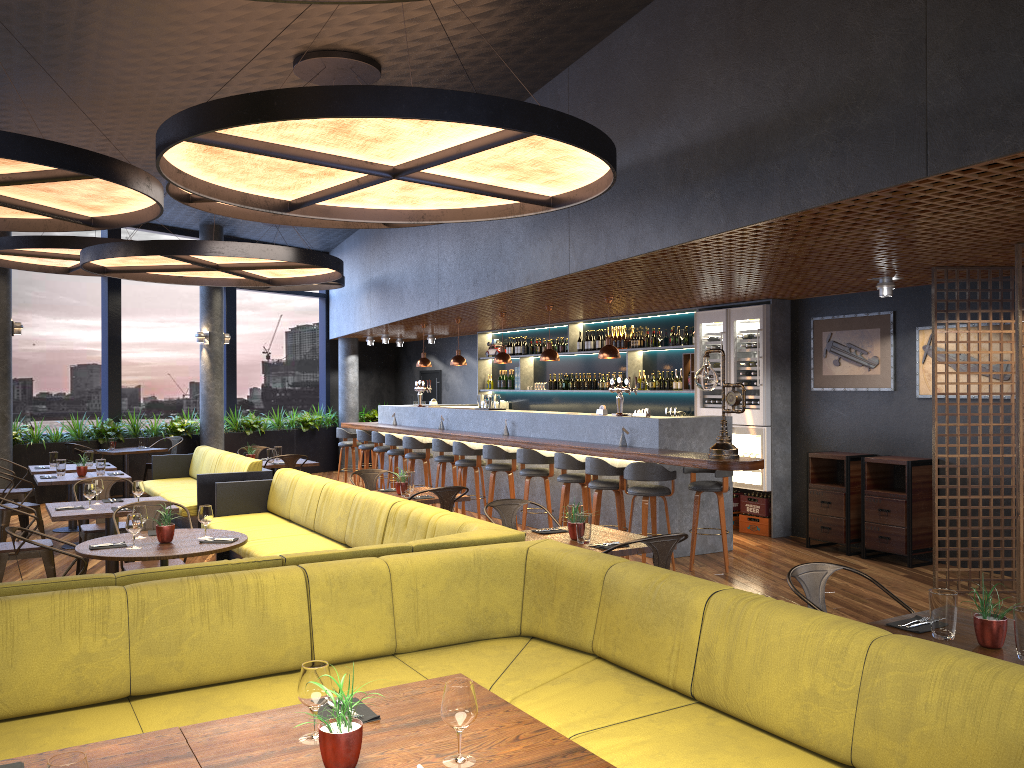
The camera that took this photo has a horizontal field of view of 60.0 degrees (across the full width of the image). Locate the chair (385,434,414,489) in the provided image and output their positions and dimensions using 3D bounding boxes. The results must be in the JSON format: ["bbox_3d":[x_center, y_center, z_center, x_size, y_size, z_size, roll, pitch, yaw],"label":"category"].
[{"bbox_3d":[-1.614,1.235,12.833,0.438,1.048,0.483,0,0,-2],"label":"chair"}]

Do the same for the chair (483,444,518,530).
[{"bbox_3d":[-0.106,1.225,10.396,0.483,1.048,0.438,0,0,20],"label":"chair"}]

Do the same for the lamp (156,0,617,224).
[{"bbox_3d":[-0.744,-1.996,5.573,2.778,1.475,2.778,0,0,-27],"label":"lamp"}]

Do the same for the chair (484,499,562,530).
[{"bbox_3d":[0.087,1.283,6.140,0.504,0.917,0.541,0,0,-30],"label":"chair"}]

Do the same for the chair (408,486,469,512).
[{"bbox_3d":[-0.639,1.288,7.399,0.504,0.917,0.541,0,0,-30],"label":"chair"}]

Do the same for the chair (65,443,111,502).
[{"bbox_3d":[-6.327,1.318,13.168,0.504,0.917,0.541,0,0,34],"label":"chair"}]

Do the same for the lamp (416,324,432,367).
[{"bbox_3d":[-1.391,-0.607,14.006,0.250,0.673,0.250,0,0,-43],"label":"lamp"}]

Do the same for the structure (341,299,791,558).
[{"bbox_3d":[0.586,0.401,11.916,2.700,2.700,9.298,0,0,-31],"label":"structure"}]

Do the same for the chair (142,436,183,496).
[{"bbox_3d":[-5.591,1.317,14.275,0.504,0.917,0.541,0,0,25],"label":"chair"}]

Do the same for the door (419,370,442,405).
[{"bbox_3d":[-1.675,0.741,18.423,0.137,2.056,1.012,0,0,-31],"label":"door"}]

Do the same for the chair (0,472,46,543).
[{"bbox_3d":[-5.195,1.308,9.181,0.504,0.917,0.541,0,0,37],"label":"chair"}]

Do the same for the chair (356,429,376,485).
[{"bbox_3d":[-2.499,1.242,15.628,0.483,1.048,0.438,0,0,-2],"label":"chair"}]

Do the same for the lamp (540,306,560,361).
[{"bbox_3d":[0.461,-0.619,10.867,0.250,0.673,0.250,0,0,2],"label":"lamp"}]

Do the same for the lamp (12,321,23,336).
[{"bbox_3d":[-7.066,-0.782,12.638,0.215,0.215,0.189,0,0,35],"label":"lamp"}]

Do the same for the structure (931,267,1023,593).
[{"bbox_3d":[4.159,0.380,7.366,1.319,2.700,0.050,0,0,-1],"label":"structure"}]

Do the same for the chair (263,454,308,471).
[{"bbox_3d":[-2.764,1.301,10.823,0.504,0.917,0.541,0,0,-30],"label":"chair"}]

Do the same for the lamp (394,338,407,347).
[{"bbox_3d":[-2.313,-0.857,18.274,0.228,0.172,0.228,0,0,-31],"label":"lamp"}]

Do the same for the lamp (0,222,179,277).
[{"bbox_3d":[-5.461,-2.146,11.642,2.778,1.159,2.778,0,0,5],"label":"lamp"}]

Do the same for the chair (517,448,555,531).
[{"bbox_3d":[0.271,1.223,9.798,0.438,1.048,0.483,0,0,-16],"label":"chair"}]

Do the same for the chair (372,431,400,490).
[{"bbox_3d":[-1.895,1.237,13.461,0.483,1.048,0.438,0,0,31],"label":"chair"}]

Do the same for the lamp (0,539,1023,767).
[{"bbox_3d":[1.025,0.379,3.651,9.057,2.714,3.017,0,0,-30],"label":"lamp"}]

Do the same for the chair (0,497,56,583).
[{"bbox_3d":[-3.838,1.299,6.897,0.541,0.917,0.504,0,0,-30],"label":"chair"}]

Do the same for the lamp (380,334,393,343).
[{"bbox_3d":[-2.398,-0.859,16.823,0.228,0.172,0.228,0,0,-31],"label":"lamp"}]

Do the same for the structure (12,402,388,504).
[{"bbox_3d":[-6.928,1.075,13.442,0.808,1.413,17.112,0,0,34],"label":"structure"}]

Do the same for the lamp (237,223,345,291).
[{"bbox_3d":[-3.808,-2.207,14.851,1.979,1.093,1.979,0,0,23],"label":"lamp"}]

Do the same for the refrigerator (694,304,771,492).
[{"bbox_3d":[2.710,0.158,10.566,0.454,2.109,1.159,0,0,-31],"label":"refrigerator"}]

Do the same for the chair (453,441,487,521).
[{"bbox_3d":[-0.514,1.228,11.009,0.438,1.048,0.483,0,0,-2],"label":"chair"}]

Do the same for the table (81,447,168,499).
[{"bbox_3d":[-5.995,1.397,13.742,0.887,0.763,0.906,0,0,34],"label":"table"}]

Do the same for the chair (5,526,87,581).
[{"bbox_3d":[-2.698,1.292,5.267,0.541,0.917,0.504,0,0,-30],"label":"chair"}]

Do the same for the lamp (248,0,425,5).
[{"bbox_3d":[-0.569,-2.003,1.563,2.778,1.475,2.778,0,0,-30],"label":"lamp"}]

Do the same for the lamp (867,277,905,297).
[{"bbox_3d":[3.456,-0.894,8.199,0.228,0.172,0.228,0,0,-31],"label":"lamp"}]

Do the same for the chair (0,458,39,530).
[{"bbox_3d":[-5.967,1.313,10.535,0.541,0.917,0.504,0,0,-12],"label":"chair"}]

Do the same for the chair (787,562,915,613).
[{"bbox_3d":[1.482,1.274,3.820,0.504,0.917,0.541,0,0,-30],"label":"chair"}]

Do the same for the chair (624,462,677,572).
[{"bbox_3d":[1.237,1.217,8.061,0.438,1.048,0.483,0,0,-39],"label":"chair"}]

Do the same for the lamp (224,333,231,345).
[{"bbox_3d":[-5.036,-0.785,15.584,0.215,0.215,0.189,0,0,38],"label":"lamp"}]

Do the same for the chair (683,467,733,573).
[{"bbox_3d":[1.848,1.215,8.377,0.483,1.048,0.438,0,0,31],"label":"chair"}]

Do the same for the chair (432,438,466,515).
[{"bbox_3d":[-0.814,1.230,11.625,0.483,1.048,0.438,0,0,31],"label":"chair"}]

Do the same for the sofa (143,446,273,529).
[{"bbox_3d":[-3.844,1.309,10.899,0.966,0.914,3.061,0,0,-31],"label":"sofa"}]

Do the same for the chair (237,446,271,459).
[{"bbox_3d":[-3.406,1.305,11.911,0.504,0.917,0.541,0,0,-30],"label":"chair"}]

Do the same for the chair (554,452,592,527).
[{"bbox_3d":[0.670,1.220,9.132,0.483,1.048,0.438,0,0,31],"label":"chair"}]

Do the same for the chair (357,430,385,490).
[{"bbox_3d":[-2.209,1.239,13.968,0.483,1.048,0.438,0,0,31],"label":"chair"}]

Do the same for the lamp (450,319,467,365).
[{"bbox_3d":[-0.785,-0.611,12.979,0.250,0.673,0.250,0,0,2],"label":"lamp"}]

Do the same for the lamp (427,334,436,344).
[{"bbox_3d":[-1.545,-0.862,16.972,0.228,0.172,0.228,0,0,-31],"label":"lamp"}]

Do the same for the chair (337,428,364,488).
[{"bbox_3d":[-2.666,1.241,14.655,0.483,1.048,0.438,0,0,31],"label":"chair"}]

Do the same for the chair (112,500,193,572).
[{"bbox_3d":[-2.471,1.293,6.120,0.504,0.917,0.541,0,0,-30],"label":"chair"}]

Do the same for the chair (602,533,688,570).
[{"bbox_3d":[0.720,1.279,5.067,0.504,0.917,0.541,0,0,-30],"label":"chair"}]

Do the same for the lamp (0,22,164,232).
[{"bbox_3d":[-3.806,-1.984,5.883,2.778,1.475,2.778,0,0,19],"label":"lamp"}]

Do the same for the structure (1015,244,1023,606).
[{"bbox_3d":[4.170,0.378,6.162,1.319,2.700,0.050,0,0,-1],"label":"structure"}]

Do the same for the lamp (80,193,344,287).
[{"bbox_3d":[-3.307,-1.979,9.959,2.778,1.475,2.778,0,0,24],"label":"lamp"}]

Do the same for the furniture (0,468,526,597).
[{"bbox_3d":[-2.061,1.292,4.623,4.895,0.914,7.462,0,0,-35],"label":"furniture"}]

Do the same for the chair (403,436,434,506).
[{"bbox_3d":[-1.279,1.232,12.186,0.438,1.048,0.483,0,0,-11],"label":"chair"}]

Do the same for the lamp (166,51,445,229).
[{"bbox_3d":[-1.509,-2.167,7.679,2.778,1.159,2.778,0,0,20],"label":"lamp"}]

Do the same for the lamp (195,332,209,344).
[{"bbox_3d":[-5.300,-0.785,15.085,0.215,0.215,0.189,0,0,20],"label":"lamp"}]

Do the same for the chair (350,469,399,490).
[{"bbox_3d":[-1.271,1.292,8.472,0.504,0.917,0.541,0,0,-30],"label":"chair"}]

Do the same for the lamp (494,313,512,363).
[{"bbox_3d":[-0.125,-0.615,11.861,0.250,0.673,0.250,0,0,2],"label":"lamp"}]

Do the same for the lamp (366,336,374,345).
[{"bbox_3d":[-2.807,-0.856,17.550,0.228,0.172,0.228,0,0,-31],"label":"lamp"}]

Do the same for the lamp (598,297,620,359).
[{"bbox_3d":[1.075,-0.622,9.826,0.250,0.673,0.250,0,0,2],"label":"lamp"}]

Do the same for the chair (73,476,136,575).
[{"bbox_3d":[-3.601,1.299,7.849,0.504,0.917,0.541,0,0,-30],"label":"chair"}]

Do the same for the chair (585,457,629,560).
[{"bbox_3d":[0.929,1.218,8.563,0.438,1.048,0.483,0,0,-2],"label":"chair"}]
